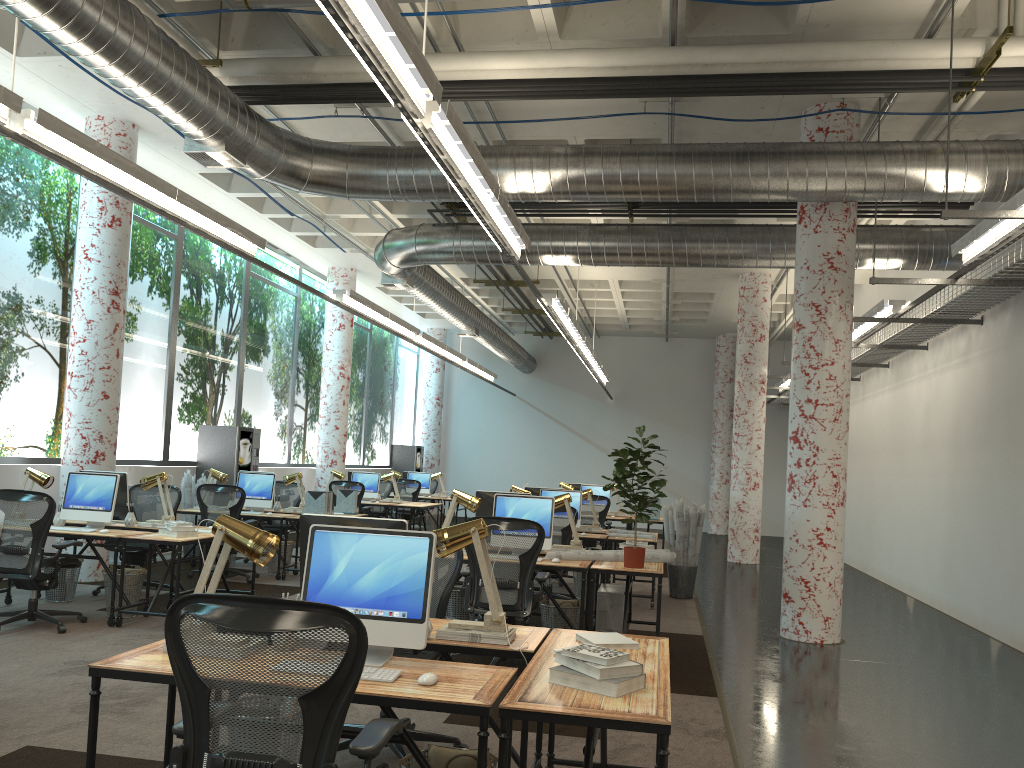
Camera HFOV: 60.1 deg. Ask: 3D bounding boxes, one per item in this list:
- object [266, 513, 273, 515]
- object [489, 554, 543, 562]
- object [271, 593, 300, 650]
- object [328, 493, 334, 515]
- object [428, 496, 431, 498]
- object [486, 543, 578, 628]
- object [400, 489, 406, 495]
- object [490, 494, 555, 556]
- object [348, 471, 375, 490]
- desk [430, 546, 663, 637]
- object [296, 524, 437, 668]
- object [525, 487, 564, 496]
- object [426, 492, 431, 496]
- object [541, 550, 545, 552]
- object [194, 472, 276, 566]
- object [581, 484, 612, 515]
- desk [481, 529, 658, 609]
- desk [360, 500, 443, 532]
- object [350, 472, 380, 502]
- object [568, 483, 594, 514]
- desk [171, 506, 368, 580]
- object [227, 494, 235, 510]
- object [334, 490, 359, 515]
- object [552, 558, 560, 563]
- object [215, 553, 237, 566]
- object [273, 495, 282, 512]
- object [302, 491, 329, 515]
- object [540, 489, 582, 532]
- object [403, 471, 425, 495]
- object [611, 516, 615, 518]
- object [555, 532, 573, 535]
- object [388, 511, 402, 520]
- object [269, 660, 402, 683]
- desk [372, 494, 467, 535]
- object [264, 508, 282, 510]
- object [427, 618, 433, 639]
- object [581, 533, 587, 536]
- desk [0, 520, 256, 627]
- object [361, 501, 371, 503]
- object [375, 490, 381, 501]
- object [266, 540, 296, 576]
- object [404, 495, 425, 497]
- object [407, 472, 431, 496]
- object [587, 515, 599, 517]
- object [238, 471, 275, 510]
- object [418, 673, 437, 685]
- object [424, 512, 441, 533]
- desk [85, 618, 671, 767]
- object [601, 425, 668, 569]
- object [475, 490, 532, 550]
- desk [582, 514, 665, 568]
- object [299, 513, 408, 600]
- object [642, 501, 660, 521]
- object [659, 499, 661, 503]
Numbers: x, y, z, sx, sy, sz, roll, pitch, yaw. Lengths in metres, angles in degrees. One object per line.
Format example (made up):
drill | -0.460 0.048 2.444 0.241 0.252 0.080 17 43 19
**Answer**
object | -2.851 1.528 10.428 0.059 0.029 0.106 2 -5 11
object | 0.012 1.330 6.770 0.438 0.017 0.119 2 -5 10
object | -0.857 0.903 3.367 0.101 0.209 0.101 5 -3 -35
object | -2.261 1.428 10.478 0.280 0.301 0.151 2 -3 10
object | -1.628 2.238 17.551 0.059 0.029 0.106 2 -5 11
object | 0.109 1.629 7.059 0.848 0.931 0.105 3 -2 5
object | -2.205 2.155 17.949 0.101 0.209 0.101 5 -3 -35
object | 0.087 1.121 6.993 0.483 0.484 0.190 2 -3 10
object | -2.593 1.748 15.204 0.483 0.484 0.190 2 -3 10
desk | 0.235 1.754 7.213 1.939 0.723 1.406 2 -5 10
object | -0.527 0.772 3.255 0.483 0.484 0.190 2 -3 10
object | 0.381 1.490 10.653 0.483 0.484 0.190 2 -3 10
object | -1.728 2.210 18.280 0.101 0.209 0.101 5 -3 -35
object | 0.234 1.307 7.436 0.101 0.209 0.101 5 -3 -35
object | -3.409 1.664 10.754 1.077 1.206 0.191 2 -2 10
object | 1.320 1.841 13.990 0.483 0.484 0.190 2 -3 10
desk | 0.697 2.080 10.309 1.939 0.722 1.406 2 -5 10
desk | -2.277 2.338 14.860 1.939 0.722 1.406 2 -5 10
object | -2.424 1.705 14.639 0.483 0.484 0.190 2 -3 10
object | 1.151 1.884 14.555 0.483 0.484 0.190 2 -3 10
desk | -2.951 1.947 10.935 1.939 0.722 1.406 2 -5 10
object | -3.428 1.446 10.827 0.101 0.209 0.101 5 -3 -35
object | -2.115 1.513 11.328 0.280 0.301 0.151 2 -3 10
object | 0.334 1.335 6.707 0.059 0.029 0.106 2 -5 11
object | -3.637 2.088 11.268 0.354 0.434 0.368 6 -5 -44
object | -2.951 1.501 11.158 0.101 0.209 0.101 5 -3 -35
object | -2.286 1.414 10.332 0.280 0.301 0.151 2 -3 10
object | 0.550 1.448 10.088 0.483 0.484 0.190 2 -3 10
object | -2.044 2.066 18.403 0.483 0.484 0.190 2 -3 10
object | 1.567 2.055 13.704 0.059 0.029 0.106 2 -5 11
object | 0.475 1.657 9.865 0.438 0.017 0.119 2 -5 10
object | -2.412 2.798 18.391 0.358 0.434 0.354 3 -3 6
object | -0.602 0.981 3.031 0.438 0.017 0.119 2 -5 10
desk | -1.728 2.657 18.058 1.939 0.722 1.406 2 -5 10
object | -3.216 1.612 11.486 0.438 0.017 0.119 2 -5 10
object | -0.380 0.958 3.698 0.101 0.209 0.101 5 -3 -35
object | 0.797 1.661 9.802 0.059 0.029 0.106 2 -5 11
desk | -3.479 1.641 7.859 1.939 0.722 1.406 2 -5 10
object | -2.500 1.915 14.416 0.438 0.017 0.119 2 -5 10
object | -2.278 1.891 15.082 0.101 0.209 0.101 5 -3 -35
object | -2.808 2.077 10.671 0.358 0.434 0.354 3 -3 6
object | -1.950 2.233 17.614 0.438 0.017 0.119 2 -5 10
object | -1.875 2.024 17.837 0.483 0.484 0.190 2 -3 10
object | 1.245 2.051 13.767 0.438 0.017 0.119 2 -5 10
object | -3.267 1.357 11.280 0.483 0.484 0.190 2 -3 10
object | -0.280 0.986 2.968 0.059 0.029 0.106 2 -5 11
object | -1.585 2.786 17.793 0.358 0.434 0.354 3 -3 6
desk | -0.379 1.405 3.475 1.939 0.722 1.406 2 -5 10
object | 0.917 0.836 6.634 0.513 1.075 0.440 3 -3 1
object | -0.081 1.164 7.558 0.483 0.484 0.190 2 -3 10
desk | 1.467 2.474 14.210 1.939 0.722 1.406 2 -5 10
object | -0.695 0.814 3.820 0.483 0.484 0.190 2 -3 10
object | 2.132 1.941 13.608 0.280 0.301 0.151 2 -3 10
object | 2.303 2.040 14.603 0.280 0.301 0.151 2 -3 10
